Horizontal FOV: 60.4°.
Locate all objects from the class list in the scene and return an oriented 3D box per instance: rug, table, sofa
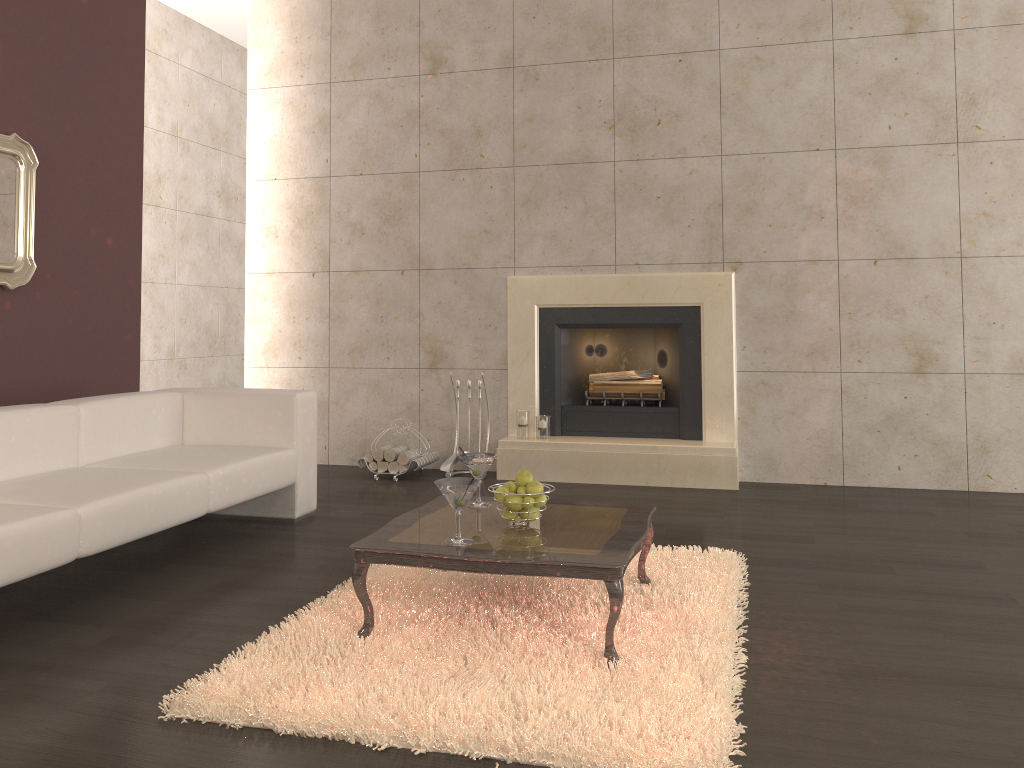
[{"bbox_3d":[0.030,0.784,3.016,1.508,0.067,1.999,1,4,15],"label":"rug"},{"bbox_3d":[0.018,0.636,3.042,0.904,0.303,0.914,0,3,14],"label":"table"},{"bbox_3d":[-1.844,0.434,3.558,0.943,0.652,2.784,0,4,15],"label":"sofa"}]

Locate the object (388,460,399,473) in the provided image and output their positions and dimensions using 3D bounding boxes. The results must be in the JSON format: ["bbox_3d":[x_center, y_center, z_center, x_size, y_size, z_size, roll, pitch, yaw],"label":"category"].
[{"bbox_3d":[-0.738,0.535,5.857,0.079,0.077,0.252,0,3,15],"label":"object"}]

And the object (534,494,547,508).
[{"bbox_3d":[0.093,0.397,3.019,0.053,0.051,0.053,0,1,20],"label":"object"}]

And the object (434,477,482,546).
[{"bbox_3d":[-0.171,0.394,2.801,0.151,0.217,0.151,0,-1,8],"label":"object"}]

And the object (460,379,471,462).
[{"bbox_3d":[-0.287,0.264,5.876,0.069,0.590,0.136,-3,-3,39],"label":"object"}]

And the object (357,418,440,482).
[{"bbox_3d":[-0.756,0.423,5.933,0.430,0.381,0.502,0,1,15],"label":"object"}]

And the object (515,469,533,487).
[{"bbox_3d":[0.042,0.329,3.059,0.062,0.064,0.062,0,0,15],"label":"object"}]

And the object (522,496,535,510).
[{"bbox_3d":[0.055,0.403,2.986,0.044,0.046,0.045,0,0,7],"label":"object"}]

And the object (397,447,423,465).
[{"bbox_3d":[-0.676,0.479,5.848,0.080,0.079,0.262,0,3,15],"label":"object"}]

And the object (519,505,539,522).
[{"bbox_3d":[0.060,0.440,3.027,0.069,0.064,0.067,-1,1,-30],"label":"object"}]

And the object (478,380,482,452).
[{"bbox_3d":[-0.218,0.256,5.830,0.027,0.568,0.105,-1,-3,8],"label":"object"}]

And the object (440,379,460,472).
[{"bbox_3d":[-0.396,0.272,5.874,0.125,0.606,0.115,2,-3,-35],"label":"object"}]

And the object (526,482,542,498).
[{"bbox_3d":[0.075,0.360,2.997,0.053,0.051,0.053,0,1,16],"label":"object"}]

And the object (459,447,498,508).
[{"bbox_3d":[-0.128,0.355,3.363,0.151,0.217,0.151,0,-1,-9],"label":"object"}]

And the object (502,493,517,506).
[{"bbox_3d":[-0.010,0.400,3.088,0.061,0.062,0.061,0,0,-20],"label":"object"}]

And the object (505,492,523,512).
[{"bbox_3d":[0.009,0.401,2.998,0.066,0.066,0.066,0,1,-18],"label":"object"}]

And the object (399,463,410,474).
[{"bbox_3d":[-0.674,0.544,5.833,0.061,0.059,0.243,0,3,15],"label":"object"}]

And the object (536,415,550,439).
[{"bbox_3d":[0.205,0.285,5.828,0.108,0.149,0.107,0,-1,20],"label":"object"}]

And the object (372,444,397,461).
[{"bbox_3d":[-0.848,0.456,5.889,0.081,0.082,0.252,0,3,15],"label":"object"}]

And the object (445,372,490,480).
[{"bbox_3d":[-0.287,0.266,5.883,0.263,0.701,0.216,-1,-2,15],"label":"object"}]

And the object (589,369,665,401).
[{"bbox_3d":[0.775,0.003,5.972,0.513,0.212,0.220,1,1,15],"label":"object"}]

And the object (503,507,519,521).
[{"bbox_3d":[-0.003,0.446,3.038,0.054,0.055,0.055,0,1,26],"label":"object"}]

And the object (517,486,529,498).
[{"bbox_3d":[0.040,0.372,3.023,0.045,0.044,0.045,0,1,-14],"label":"object"}]

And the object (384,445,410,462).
[{"bbox_3d":[-0.765,0.462,5.868,0.079,0.077,0.252,0,3,15],"label":"object"}]

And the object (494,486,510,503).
[{"bbox_3d":[-0.034,0.380,3.024,0.054,0.055,0.053,0,0,-22],"label":"object"}]

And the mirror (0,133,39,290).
[{"bbox_3d":[-2.795,-0.849,3.881,0.047,0.825,1.784,-1,2,15],"label":"mirror"}]

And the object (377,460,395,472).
[{"bbox_3d":[-0.809,0.532,5.891,0.082,0.074,0.276,0,3,15],"label":"object"}]

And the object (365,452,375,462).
[{"bbox_3d":[-0.907,0.477,5.904,0.057,0.057,0.252,0,3,15],"label":"object"}]

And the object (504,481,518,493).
[{"bbox_3d":[-0.004,0.363,3.063,0.050,0.049,0.045,0,0,30],"label":"object"}]

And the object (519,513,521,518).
[{"bbox_3d":[0.040,0.449,3.080,0.043,0.044,0.044,0,1,19],"label":"object"}]

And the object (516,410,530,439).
[{"bbox_3d":[0.074,0.269,5.819,0.098,0.184,0.098,1,-2,-32],"label":"object"}]

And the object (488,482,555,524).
[{"bbox_3d":[0.034,0.420,3.049,0.234,0.119,0.234,-2,3,-30],"label":"object"}]

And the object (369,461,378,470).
[{"bbox_3d":[-0.878,0.529,5.894,0.057,0.057,0.252,0,3,15],"label":"object"}]

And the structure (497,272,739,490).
[{"bbox_3d":[0.709,-0.061,5.847,1.524,1.347,0.586,0,-2,15],"label":"structure"}]

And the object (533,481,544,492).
[{"bbox_3d":[0.082,0.369,3.070,0.057,0.061,0.062,0,1,-15],"label":"object"}]

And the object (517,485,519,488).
[{"bbox_3d":[0.038,0.381,3.113,0.061,0.055,0.062,0,1,9],"label":"object"}]
